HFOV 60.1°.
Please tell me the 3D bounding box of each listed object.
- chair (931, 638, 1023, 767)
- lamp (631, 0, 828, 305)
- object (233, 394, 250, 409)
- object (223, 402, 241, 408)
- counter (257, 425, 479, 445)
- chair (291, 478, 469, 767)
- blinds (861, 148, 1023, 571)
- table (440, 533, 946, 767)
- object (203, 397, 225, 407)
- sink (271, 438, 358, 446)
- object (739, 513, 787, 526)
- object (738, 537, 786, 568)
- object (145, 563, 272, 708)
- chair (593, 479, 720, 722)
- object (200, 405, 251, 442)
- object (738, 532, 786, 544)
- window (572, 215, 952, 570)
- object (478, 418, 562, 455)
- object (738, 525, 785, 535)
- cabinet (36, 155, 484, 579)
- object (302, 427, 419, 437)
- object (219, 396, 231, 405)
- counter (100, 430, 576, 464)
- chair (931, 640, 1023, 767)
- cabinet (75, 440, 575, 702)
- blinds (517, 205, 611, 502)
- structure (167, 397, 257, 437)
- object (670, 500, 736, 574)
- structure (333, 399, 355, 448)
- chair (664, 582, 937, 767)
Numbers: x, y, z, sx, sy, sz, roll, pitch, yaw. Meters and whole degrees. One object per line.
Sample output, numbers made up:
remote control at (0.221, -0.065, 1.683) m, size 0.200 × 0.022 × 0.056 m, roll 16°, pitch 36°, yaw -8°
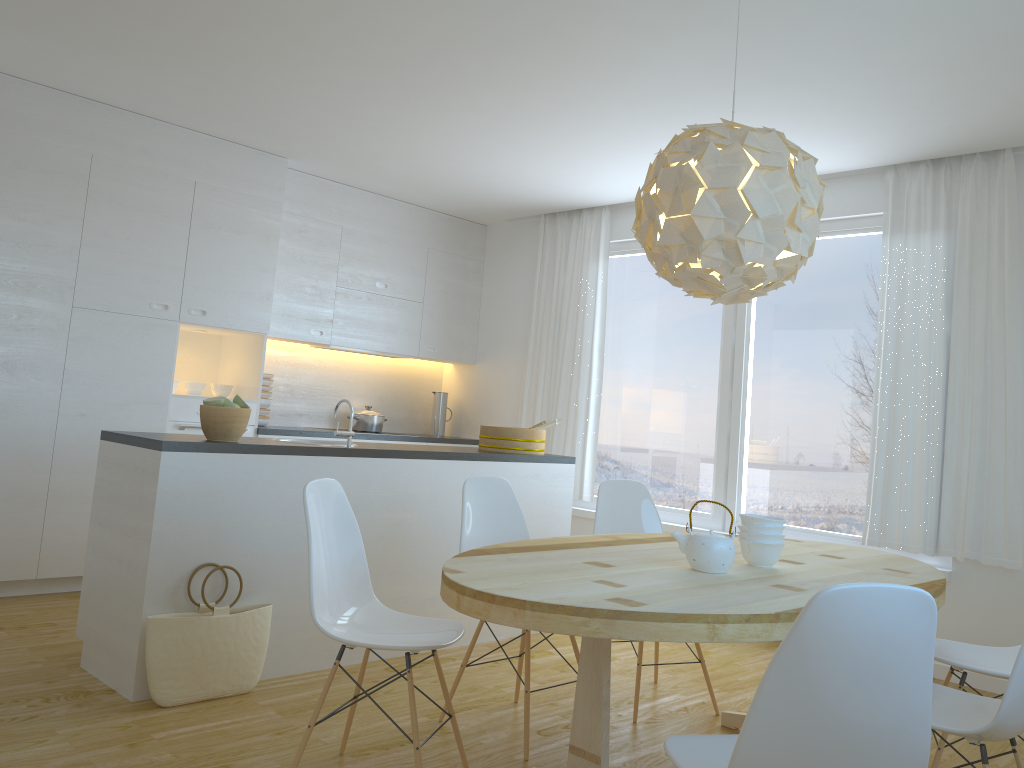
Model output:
chair at (1.624, 0.939, 2.937) m, size 0.523 × 0.907 × 0.427 m, roll 3°, pitch -5°, yaw 20°
lamp at (0.758, -0.828, 3.077) m, size 0.647 × 1.142 × 0.635 m, roll 0°, pitch -7°, yaw 44°
object at (-1.141, 0.079, 3.737) m, size 0.074 × 0.072 × 0.077 m, roll 6°, pitch -4°, yaw -20°
object at (-1.161, 0.120, 3.670) m, size 0.081 × 0.086 × 0.097 m, roll 4°, pitch -4°, yaw 9°
counter at (-1.117, 0.374, 6.509) m, size 0.600 × 0.040 × 1.991 m, roll 2°, pitch -3°, yaw 45°
chair at (-0.395, 0.767, 2.709) m, size 0.523 × 0.907 × 0.427 m, roll 3°, pitch -5°, yaw 15°
blinds at (2.240, -0.193, 4.605) m, size 0.794 × 2.173 × 0.149 m, roll -1°, pitch -8°, yaw 45°
table at (0.650, 0.944, 2.849) m, size 1.194 × 0.729 × 2.179 m, roll 2°, pitch -4°, yaw 43°
object at (-1.229, 0.083, 3.642) m, size 0.083 × 0.066 × 0.085 m, roll 7°, pitch -4°, yaw -33°
sink at (-0.939, 0.351, 4.179) m, size 0.404 × 0.158 × 0.402 m, roll 5°, pitch -3°, yaw -4°
object at (0.819, 0.476, 2.901) m, size 0.151 × 0.087 × 0.151 m, roll 6°, pitch -3°, yaw -17°
object at (0.812, 0.551, 2.889) m, size 0.152 × 0.083 × 0.151 m, roll 5°, pitch -3°, yaw -6°
object at (-0.704, 0.968, 3.184) m, size 1.191 × 0.504 × 0.468 m, roll 3°, pitch -4°, yaw 23°
chair at (0.588, 0.889, 3.818) m, size 0.428 × 0.907 × 0.522 m, roll 7°, pitch -5°, yaw -25°
object at (-1.198, 0.165, 3.682) m, size 0.205 × 0.143 × 0.204 m, roll 4°, pitch -3°, yaw 6°
object at (0.813, 0.528, 2.895) m, size 0.152 × 0.093 × 0.150 m, roll 5°, pitch -3°, yaw -6°
window at (1.424, -0.034, 5.647) m, size 2.727 × 1.929 × 0.088 m, roll 1°, pitch -6°, yaw 44°
object at (0.029, 0.283, 5.056) m, size 0.429 × 0.215 × 0.377 m, roll 5°, pitch -3°, yaw -17°
object at (0.814, 0.504, 2.900) m, size 0.151 × 0.096 × 0.150 m, roll 6°, pitch -4°, yaw -29°
cabinet at (-1.466, 0.005, 6.076) m, size 0.481 × 2.314 × 3.185 m, roll -1°, pitch -6°, yaw 45°
object at (-1.115, 0.356, 6.516) m, size 0.562 × 0.013 × 0.651 m, roll 2°, pitch -3°, yaw 45°
object at (-1.218, 0.102, 3.728) m, size 0.102 × 0.099 × 0.086 m, roll 6°, pitch -5°, yaw -24°
counter at (-0.691, 0.325, 4.382) m, size 0.601 × 0.040 × 2.389 m, roll 2°, pitch -3°, yaw 45°
chair at (1.185, 0.879, 2.321) m, size 0.523 × 0.907 × 0.427 m, roll 0°, pitch -7°, yaw 44°
cabinet at (-0.728, 0.799, 4.334) m, size 0.600 × 0.915 × 2.389 m, roll 0°, pitch -5°, yaw 45°
blinds at (0.343, -0.273, 6.475) m, size 0.794 × 2.173 × 0.149 m, roll -1°, pitch -8°, yaw 44°
structure at (-1.830, 0.400, 5.379) m, size 0.049 × 0.599 × 0.558 m, roll -1°, pitch -7°, yaw 45°
object at (0.597, 0.462, 2.710) m, size 0.177 × 0.213 × 0.146 m, roll 0°, pitch -6°, yaw 44°
structure at (-0.795, 0.174, 4.032) m, size 0.162 × 0.216 × 0.096 m, roll 0°, pitch -7°, yaw 45°
chair at (0.545, 0.806, 1.769) m, size 0.429 × 0.907 × 0.521 m, roll 6°, pitch -5°, yaw -15°
